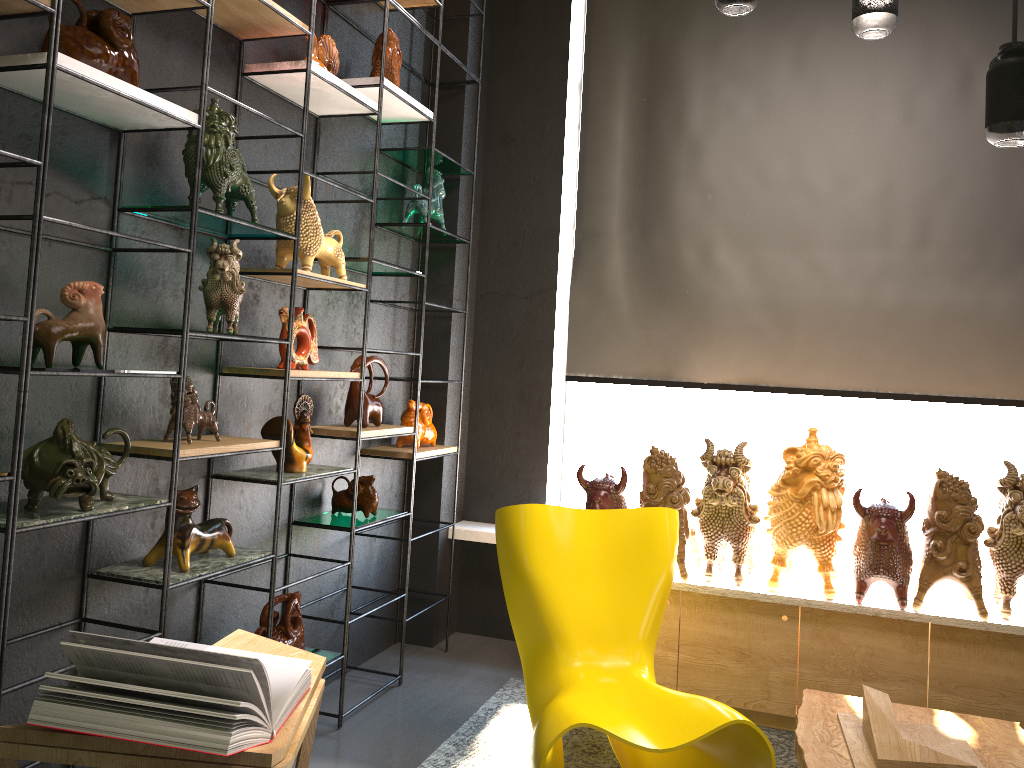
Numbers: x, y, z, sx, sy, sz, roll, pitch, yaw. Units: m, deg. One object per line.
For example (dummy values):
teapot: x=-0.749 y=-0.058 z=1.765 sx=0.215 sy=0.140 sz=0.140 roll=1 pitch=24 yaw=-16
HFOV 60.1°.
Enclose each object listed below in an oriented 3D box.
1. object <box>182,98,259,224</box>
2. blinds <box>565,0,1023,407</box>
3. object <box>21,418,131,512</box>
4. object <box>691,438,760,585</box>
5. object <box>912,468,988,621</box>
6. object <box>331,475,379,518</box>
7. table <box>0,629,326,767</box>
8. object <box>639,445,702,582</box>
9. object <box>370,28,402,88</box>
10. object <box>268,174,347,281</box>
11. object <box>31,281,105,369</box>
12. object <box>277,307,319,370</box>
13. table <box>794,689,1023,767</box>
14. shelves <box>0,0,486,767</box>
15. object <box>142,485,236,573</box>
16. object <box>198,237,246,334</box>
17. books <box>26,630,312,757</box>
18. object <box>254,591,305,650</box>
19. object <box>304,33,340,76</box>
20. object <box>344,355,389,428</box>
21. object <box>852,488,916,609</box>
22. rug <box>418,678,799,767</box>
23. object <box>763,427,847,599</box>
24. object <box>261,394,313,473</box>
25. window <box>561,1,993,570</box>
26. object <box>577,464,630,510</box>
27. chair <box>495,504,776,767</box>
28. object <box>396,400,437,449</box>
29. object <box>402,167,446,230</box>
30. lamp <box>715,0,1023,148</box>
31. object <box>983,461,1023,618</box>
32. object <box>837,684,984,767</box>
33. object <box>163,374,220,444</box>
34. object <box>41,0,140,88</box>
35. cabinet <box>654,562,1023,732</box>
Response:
object: x=-0.875 y=-0.665 z=2.654 sx=0.167 sy=0.357 sz=0.254 roll=2 pitch=-2 yaw=24
blinds: x=-1.291 y=-1.027 z=4.539 sx=12.727 sy=3.321 sz=3.511 roll=4 pitch=-1 yaw=39
object: x=-1.072 y=0.188 z=2.151 sx=0.191 sy=0.221 sz=0.402 roll=3 pitch=0 yaw=-12
object: x=0.879 y=0.514 z=3.655 sx=0.271 sy=0.581 sz=0.428 roll=3 pitch=-2 yaw=12
object: x=1.692 y=0.589 z=3.404 sx=0.249 sy=0.547 sz=0.473 roll=2 pitch=-2 yaw=27
object: x=-0.635 y=0.445 z=3.562 sx=0.211 sy=0.169 sz=0.105 roll=3 pitch=-2 yaw=18
table: x=-0.638 y=0.962 z=1.883 sx=0.496 sy=0.621 sz=0.731 roll=2 pitch=-1 yaw=20
object: x=0.680 y=0.529 z=3.753 sx=0.249 sy=0.547 sz=0.473 roll=2 pitch=-2 yaw=27
object: x=-0.520 y=-1.305 z=3.651 sx=0.126 sy=0.250 sz=0.253 roll=4 pitch=-1 yaw=-11
object: x=-0.711 y=-0.546 z=3.129 sx=0.175 sy=0.353 sz=0.368 roll=2 pitch=-2 yaw=24
object: x=-1.075 y=-0.147 z=2.145 sx=0.119 sy=0.221 sz=0.211 roll=3 pitch=-1 yaw=3
object: x=-0.753 y=-0.159 z=3.131 sx=0.060 sy=0.224 sz=0.266 roll=2 pitch=-1 yaw=20
table: x=1.164 y=1.210 z=2.522 sx=0.695 sy=0.310 sz=0.826 roll=3 pitch=0 yaw=19
shelves: x=-0.805 y=-0.713 z=2.914 sx=0.275 sy=3.922 sz=2.981 roll=2 pitch=-2 yaw=19
object: x=-0.914 y=0.408 z=2.614 sx=0.155 sy=0.236 sz=0.308 roll=2 pitch=-1 yaw=22
object: x=-0.869 y=-0.289 z=2.643 sx=0.131 sy=0.281 sz=0.207 roll=4 pitch=-2 yaw=-23
books: x=-0.680 y=0.613 z=1.858 sx=0.400 sy=0.233 sz=0.481 roll=3 pitch=0 yaw=6
object: x=-0.799 y=0.855 z=3.006 sx=0.126 sy=0.250 sz=0.252 roll=2 pitch=-2 yaw=19
object: x=-0.685 y=-1.174 z=3.194 sx=0.107 sy=0.210 sz=0.232 roll=1 pitch=-2 yaw=36
object: x=-0.594 y=0.028 z=3.571 sx=0.114 sy=0.291 sz=0.248 roll=2 pitch=-2 yaw=19
object: x=1.442 y=0.615 z=3.437 sx=0.219 sy=0.442 sz=0.461 roll=2 pitch=-2 yaw=24
rug: x=1.346 y=1.374 z=2.224 sx=3.599 sy=0.010 sz=2.183 roll=3 pitch=1 yaw=19
object: x=1.179 y=0.496 z=3.541 sx=0.308 sy=0.657 sz=0.467 roll=2 pitch=-2 yaw=24
object: x=-0.762 y=0.169 z=3.086 sx=0.123 sy=0.271 sz=0.226 roll=2 pitch=-2 yaw=19
window: x=1.424 y=-0.782 z=4.397 sx=2.311 sy=3.179 sz=0.051 roll=2 pitch=-3 yaw=19
object: x=0.430 y=0.555 z=3.786 sx=0.219 sy=0.442 sz=0.461 roll=2 pitch=-2 yaw=24
chair: x=0.295 y=0.864 z=2.856 sx=0.657 sy=0.899 sz=1.067 roll=4 pitch=-1 yaw=-11
object: x=-0.429 y=0.182 z=4.071 sx=0.139 sy=0.223 sz=0.277 roll=2 pitch=-1 yaw=19
object: x=-0.395 y=-0.868 z=4.098 sx=0.152 sy=0.333 sz=0.288 roll=3 pitch=-2 yaw=11
lamp: x=1.039 y=-1.730 z=1.234 sx=2.670 sy=2.281 sz=2.843 roll=4 pitch=-1 yaw=-27
object: x=1.891 y=0.574 z=3.306 sx=0.271 sy=0.581 sz=0.428 roll=3 pitch=-2 yaw=12
object: x=1.133 y=0.986 z=2.491 sx=0.351 sy=0.137 sz=0.518 roll=3 pitch=0 yaw=14
object: x=-0.937 y=0.071 z=2.619 sx=0.096 sy=0.211 sz=0.182 roll=2 pitch=-2 yaw=22
object: x=-1.037 y=-0.844 z=2.188 sx=0.139 sy=0.223 sz=0.277 roll=2 pitch=-1 yaw=18
cabinet: x=1.579 y=1.109 z=3.399 sx=2.732 sy=0.532 sz=0.403 roll=3 pitch=-2 yaw=19
